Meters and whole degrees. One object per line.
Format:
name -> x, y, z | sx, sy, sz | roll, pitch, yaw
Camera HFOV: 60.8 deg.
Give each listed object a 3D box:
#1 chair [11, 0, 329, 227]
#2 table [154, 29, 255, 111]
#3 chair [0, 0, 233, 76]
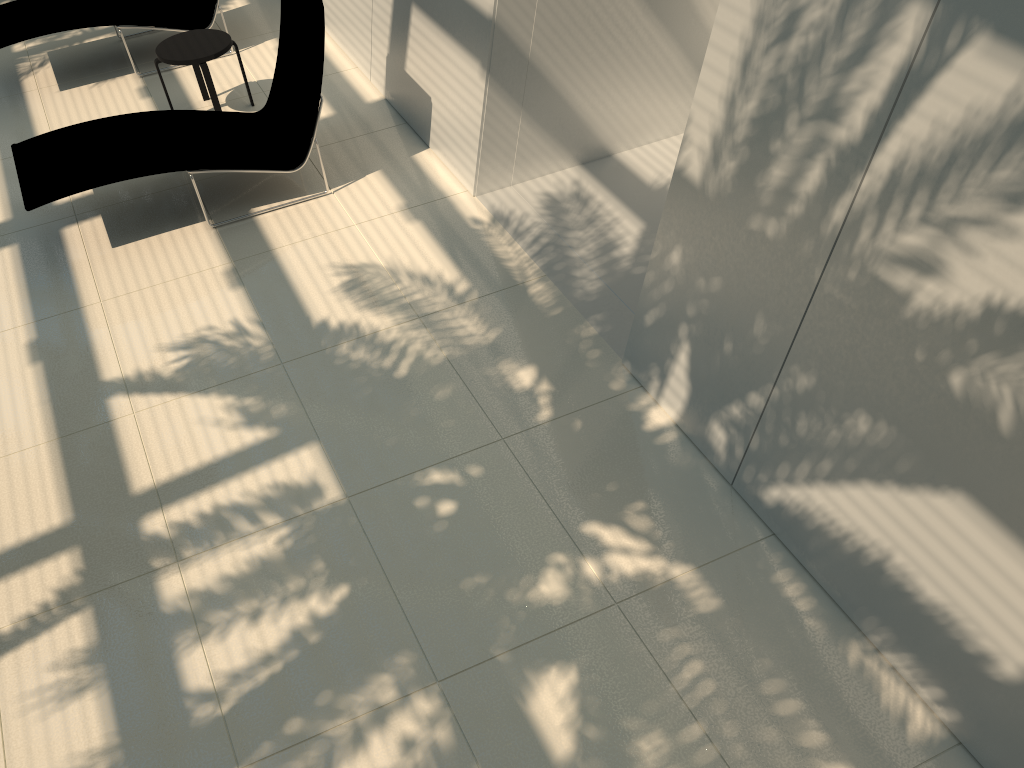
chair -> -2.184, -1.742, 5.575 | 2.006, 1.256, 0.857 | -20, 48, -14
table -> -2.324, -2.296, 6.601 | 0.550, 0.562, 0.510 | 10, 48, 14
chair -> -3.333, -3.288, 7.139 | 2.006, 1.256, 0.857 | -20, 48, -14
